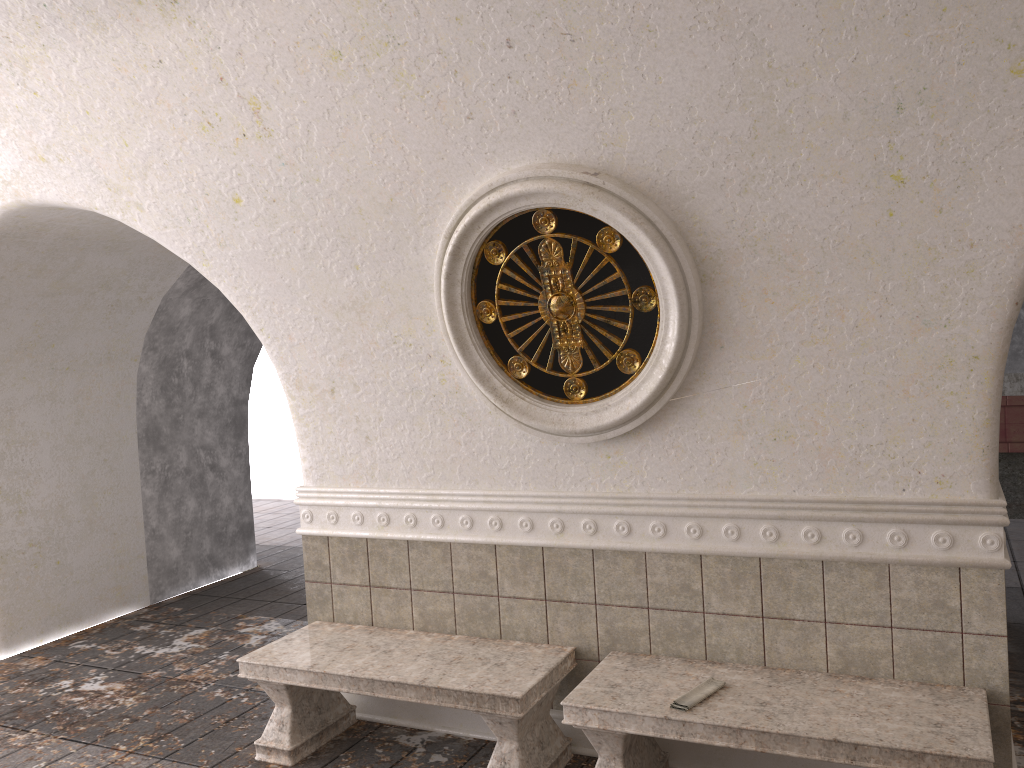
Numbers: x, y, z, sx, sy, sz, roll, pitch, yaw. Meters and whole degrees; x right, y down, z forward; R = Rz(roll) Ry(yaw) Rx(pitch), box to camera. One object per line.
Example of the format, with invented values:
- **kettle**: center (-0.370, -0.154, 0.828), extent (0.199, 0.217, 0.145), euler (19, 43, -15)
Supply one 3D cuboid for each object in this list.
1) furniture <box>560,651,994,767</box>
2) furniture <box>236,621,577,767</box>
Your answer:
- **furniture**: center (1.015, 1.461, 3.454), extent (1.509, 0.508, 0.613), euler (-2, 3, 26)
- **furniture**: center (-0.495, 1.522, 4.192), extent (1.509, 0.508, 0.613), euler (-2, 3, 26)
